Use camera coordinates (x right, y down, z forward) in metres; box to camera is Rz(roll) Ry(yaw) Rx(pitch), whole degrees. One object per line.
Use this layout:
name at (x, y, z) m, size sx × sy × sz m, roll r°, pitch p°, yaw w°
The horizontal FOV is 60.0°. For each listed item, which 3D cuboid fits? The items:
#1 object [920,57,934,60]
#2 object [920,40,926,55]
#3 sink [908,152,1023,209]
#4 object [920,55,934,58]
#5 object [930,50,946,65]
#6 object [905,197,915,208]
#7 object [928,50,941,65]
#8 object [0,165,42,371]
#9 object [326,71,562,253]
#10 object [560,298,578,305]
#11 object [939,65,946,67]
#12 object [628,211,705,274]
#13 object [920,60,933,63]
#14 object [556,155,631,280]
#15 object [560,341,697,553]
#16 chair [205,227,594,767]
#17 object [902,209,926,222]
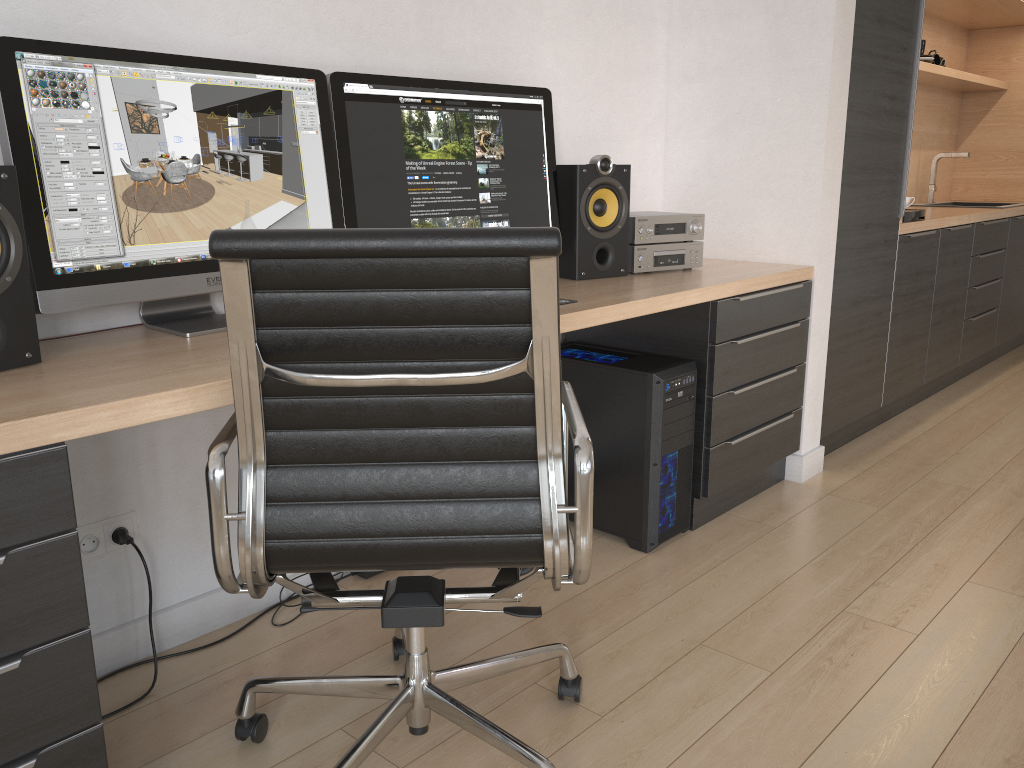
object at (2.051, -1.628, 4.478) m, size 0.145 × 0.025 × 0.145 m, roll -9°, pitch 16°, yaw -33°
object at (2.043, -1.680, 4.459) m, size 0.066 × 0.092 × 0.084 m, roll 2°, pitch 14°, yaw 11°
sink at (2.588, -1.044, 5.017) m, size 0.512 × 0.518 × 0.626 m, roll 12°, pitch 18°, yaw 41°
object at (2.048, -1.640, 4.474) m, size 0.145 × 0.025 × 0.145 m, roll -9°, pitch 16°, yaw -33°
object at (2.248, -1.725, 4.713) m, size 0.066 × 0.093 × 0.100 m, roll -11°, pitch 17°, yaw -37°
object at (1.593, -0.743, 3.659) m, size 0.099 × 0.057 × 0.095 m, roll 13°, pitch 19°, yaw 43°
object at (2.200, -1.710, 4.674) m, size 0.066 × 0.093 × 0.100 m, roll -9°, pitch 16°, yaw -32°
object at (-0.947, -0.198, 1.432) m, size 0.249 × 0.354 × 0.198 m, roll 7°, pitch 15°, yaw 26°
object at (-0.161, -0.512, 2.321) m, size 0.716 × 0.535 × 0.190 m, roll -13°, pitch 18°, yaw -41°
object at (0.010, -0.196, 2.147) m, size 0.200 × 0.002 × 0.250 m, roll 12°, pitch 18°, yaw 41°
object at (2.220, -1.671, 4.700) m, size 0.145 × 0.025 × 0.145 m, roll 13°, pitch 19°, yaw 43°
object at (0.423, -0.457, 2.843) m, size 0.285 × 0.174 × 0.270 m, roll -9°, pitch 16°, yaw -32°
object at (2.048, -1.616, 4.480) m, size 0.145 × 0.025 × 0.145 m, roll -9°, pitch 16°, yaw -33°
object at (0.204, -0.507, 2.675) m, size 0.198 × 0.354 × 0.249 m, roll -9°, pitch 16°, yaw -32°
object at (0.296, 0.175, 2.674) m, size 0.474 × 0.527 × 0.215 m, roll 12°, pitch 18°, yaw 41°
chair at (-0.197, 0.209, 1.559) m, size 0.664 × 0.991 × 0.699 m, roll 1°, pitch 14°, yaw 3°
object at (1.559, -0.932, 3.882) m, size 0.584 × 0.398 × 0.618 m, roll 12°, pitch 18°, yaw 41°
